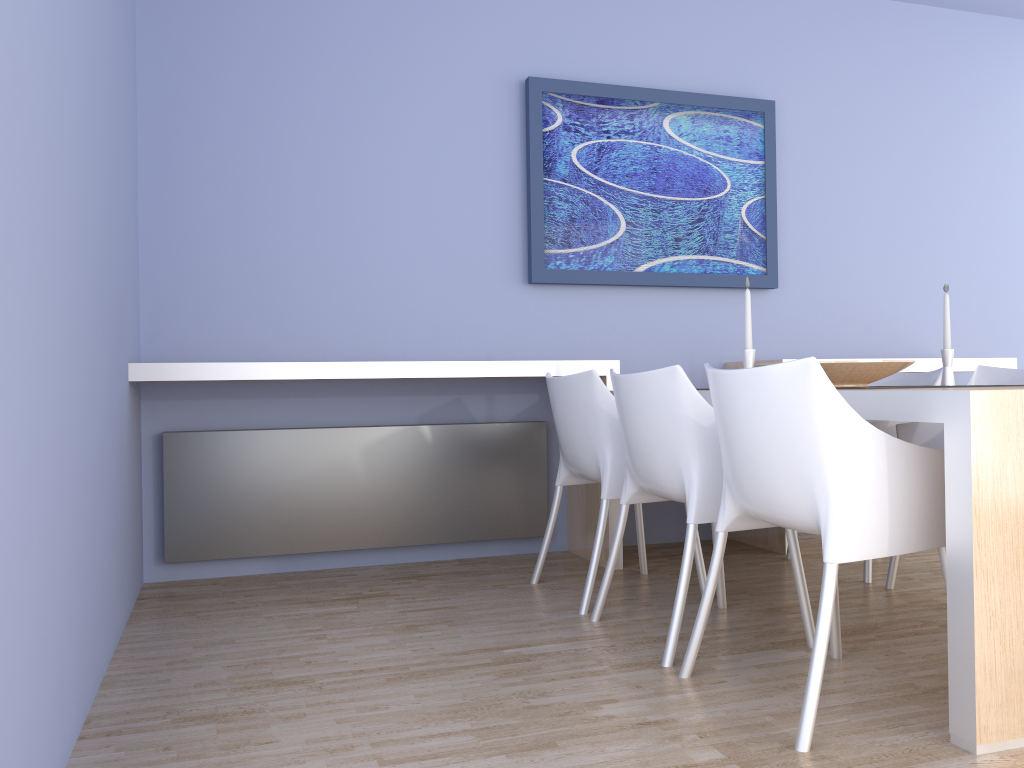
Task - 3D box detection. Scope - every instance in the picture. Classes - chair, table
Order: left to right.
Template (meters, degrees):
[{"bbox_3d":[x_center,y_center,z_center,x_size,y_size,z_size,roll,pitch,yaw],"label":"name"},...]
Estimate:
[{"bbox_3d":[0.368,0.348,3.179,0.486,0.793,0.510,-1,0,-18],"label":"chair"},{"bbox_3d":[0.544,0.343,2.632,0.486,0.793,0.510,-1,0,-18],"label":"chair"},{"bbox_3d":[1.024,0.374,3.011,1.002,0.718,2.340,-1,0,-18],"label":"table"},{"bbox_3d":[0.721,0.339,2.086,0.486,0.793,0.510,-1,0,-18],"label":"chair"},{"bbox_3d":[1.448,0.332,3.565,0.486,0.793,0.510,-1,0,-18],"label":"chair"},{"bbox_3d":[1.629,0.328,3.006,0.486,0.793,0.510,-1,0,-17],"label":"chair"}]

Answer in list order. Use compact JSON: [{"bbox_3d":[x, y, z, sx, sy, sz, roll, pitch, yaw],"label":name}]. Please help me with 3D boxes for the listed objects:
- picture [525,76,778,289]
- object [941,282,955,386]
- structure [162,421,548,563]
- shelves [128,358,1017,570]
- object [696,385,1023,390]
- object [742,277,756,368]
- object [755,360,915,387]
[{"bbox_3d":[0.668,-0.901,4.086,1.252,0.901,0.049,-1,0,-18],"label":"picture"},{"bbox_3d":[1.446,-0.167,2.947,0.045,0.349,0.045,-1,0,-18],"label":"object"},{"bbox_3d":[0.484,0.410,4.015,3.843,0.503,0.064,-1,0,-18],"label":"structure"},{"bbox_3d":[0.475,0.324,3.822,3.901,0.840,0.463,-1,0,-18],"label":"shelves"},{"bbox_3d":[1.059,0.012,2.914,0.594,0.005,0.986,-1,0,-18],"label":"object"},{"bbox_3d":[0.723,-0.156,2.713,0.045,0.349,0.045,-1,0,24],"label":"object"},{"bbox_3d":[1.055,-0.030,2.915,0.493,0.081,0.493,-1,0,1],"label":"object"}]
